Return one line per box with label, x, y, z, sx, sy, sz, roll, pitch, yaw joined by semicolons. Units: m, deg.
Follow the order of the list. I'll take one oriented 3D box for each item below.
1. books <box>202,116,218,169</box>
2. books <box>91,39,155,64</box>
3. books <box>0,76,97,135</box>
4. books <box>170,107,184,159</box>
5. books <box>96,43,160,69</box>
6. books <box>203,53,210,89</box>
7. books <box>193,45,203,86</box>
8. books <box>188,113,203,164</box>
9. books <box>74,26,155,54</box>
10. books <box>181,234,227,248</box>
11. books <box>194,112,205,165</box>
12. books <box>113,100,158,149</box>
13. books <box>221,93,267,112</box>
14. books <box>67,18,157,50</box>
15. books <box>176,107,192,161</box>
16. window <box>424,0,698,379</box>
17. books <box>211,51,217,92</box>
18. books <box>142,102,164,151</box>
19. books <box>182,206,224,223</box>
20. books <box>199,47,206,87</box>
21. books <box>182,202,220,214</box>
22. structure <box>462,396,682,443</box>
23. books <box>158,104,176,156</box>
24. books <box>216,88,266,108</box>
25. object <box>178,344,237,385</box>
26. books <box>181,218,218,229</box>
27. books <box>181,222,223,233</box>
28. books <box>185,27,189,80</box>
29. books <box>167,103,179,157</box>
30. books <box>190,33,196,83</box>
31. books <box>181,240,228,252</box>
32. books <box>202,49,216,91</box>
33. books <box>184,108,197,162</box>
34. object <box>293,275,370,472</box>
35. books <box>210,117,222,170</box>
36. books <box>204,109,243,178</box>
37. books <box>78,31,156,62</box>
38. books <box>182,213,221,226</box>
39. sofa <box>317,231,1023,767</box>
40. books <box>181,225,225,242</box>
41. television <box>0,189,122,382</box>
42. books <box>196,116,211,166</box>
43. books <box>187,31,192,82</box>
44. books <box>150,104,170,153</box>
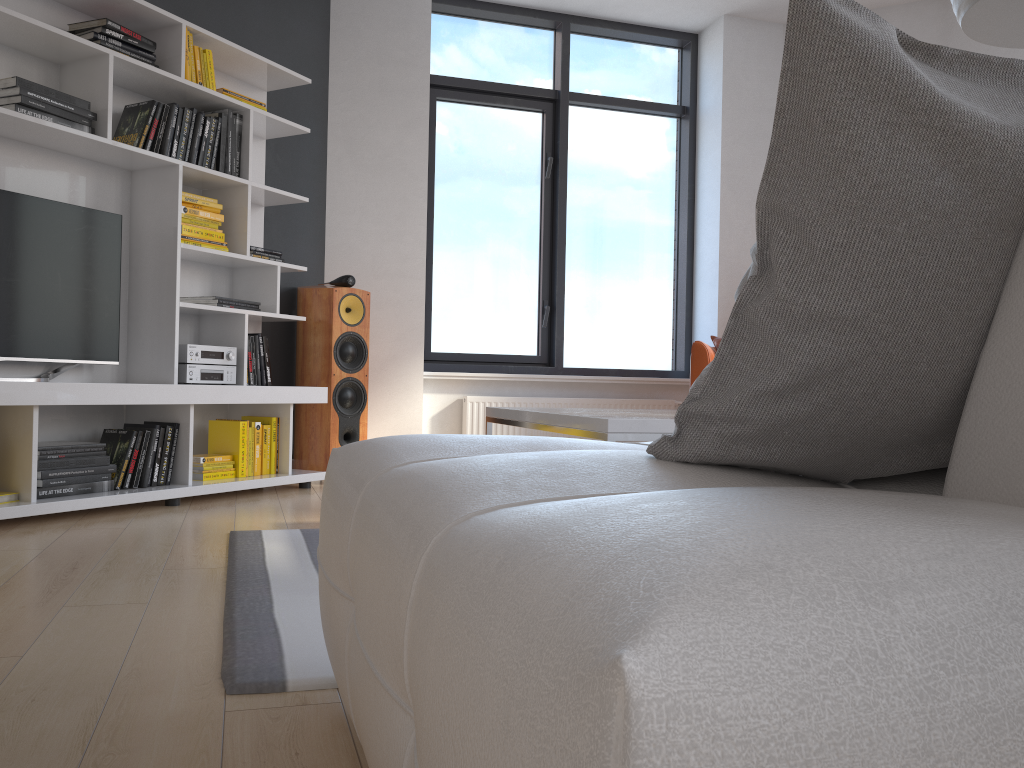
books;-1.431;-1.074;4.004;0.191;0.249;0.084;1;0;28
books;-1.642;-1.346;3.645;0.189;0.020;0.264;1;0;26
books;-1.811;-1.029;3.364;0.277;0.137;0.343;1;0;23
books;-1.514;-1.071;3.844;0.179;0.243;0.068;1;0;27
books;-1.639;-1.321;3.644;0.214;0.030;0.284;1;0;31
books;-1.396;-1.379;3.941;0.108;0.161;0.046;1;0;27
books;-1.430;-1.390;3.916;0.132;0.180;0.054;1;0;28
books;-1.451;-1.069;3.916;0.172;0.242;0.069;1;0;29
books;-1.632;-1.400;3.647;0.180;0.026;0.246;1;0;31
books;-1.460;-0.641;4.015;0.203;0.024;0.257;1;0;31
books;-1.463;-1.077;3.948;0.192;0.254;0.075;1;0;27
books;-1.586;-1.070;3.713;0.182;0.234;0.104;1;0;28
books;-1.325;-1.310;4.194;0.194;0.028;0.257;1;0;33
books;-1.643;-1.427;3.650;0.209;0.030;0.266;1;0;21
books;-1.501;-1.076;3.879;0.191;0.249;0.084;1;0;28
window;0.311;-1.252;5.948;1.960;2.402;0.170;1;0;-17
books;-1.393;-1.391;3.993;0.142;0.184;0.044;1;0;29
books;-1.574;-1.069;3.745;0.187;0.234;0.096;1;0;28
books;-1.465;-0.766;4.032;0.176;0.033;0.239;1;0;31
books;-1.414;-1.389;3.930;0.128;0.178;0.044;1;0;28
books;-1.469;-0.794;4.028;0.160;0.022;0.227;1;0;44
structure;0.404;0.319;5.633;1.474;0.460;0.110;1;0;-17
books;-1.520;-1.071;3.791;0.172;0.242;0.069;1;0;29
books;-1.333;-1.336;4.195;0.203;0.024;0.257;1;0;31
object;-1.440;-0.085;4.002;0.270;0.174;0.285;1;0;28
books;-1.463;-0.720;4.005;0.145;0.023;0.217;1;0;32
books;-1.476;-0.703;4.023;0.189;0.014;0.251;1;0;31
books;-1.464;-1.415;3.839;0.161;0.229;0.041;1;0;27
books;-1.532;-1.079;3.823;0.192;0.254;0.075;1;0;27
books;-1.463;-1.413;3.899;0.164;0.224;0.054;1;0;27
books;-1.452;-0.615;4.013;0.194;0.028;0.257;1;0;33
books;-1.397;-1.391;3.969;0.141;0.184;0.064;1;0;29
books;-1.485;-1.080;3.910;0.197;0.260;0.066;1;0;28
object;-0.996;-0.029;4.748;0.434;1.088;0.290;1;0;43
books;-1.416;-1.078;4.034;0.197;0.260;0.066;1;0;28
books;-1.394;-1.102;4.133;0.259;0.321;0.128;1;0;28
books;-1.658;-1.372;3.657;0.214;0.030;0.284;1;0;31
books;-1.472;-0.740;4.024;0.171;0.019;0.239;1;0;28
sofa;1.280;0.184;2.069;3.424;0.732;2.614;1;0;-17
books;-1.463;-0.674;4.018;0.189;0.042;0.243;1;0;28
television;-1.913;-0.364;3.234;0.207;0.704;1.102;1;0;28
books;-1.439;-1.071;3.965;0.179;0.243;0.071;1;0;27
books;-1.470;-1.414;3.868;0.163;0.224;0.041;1;0;26
books;-1.548;-1.069;3.766;0.169;0.233;0.081;1;0;27
